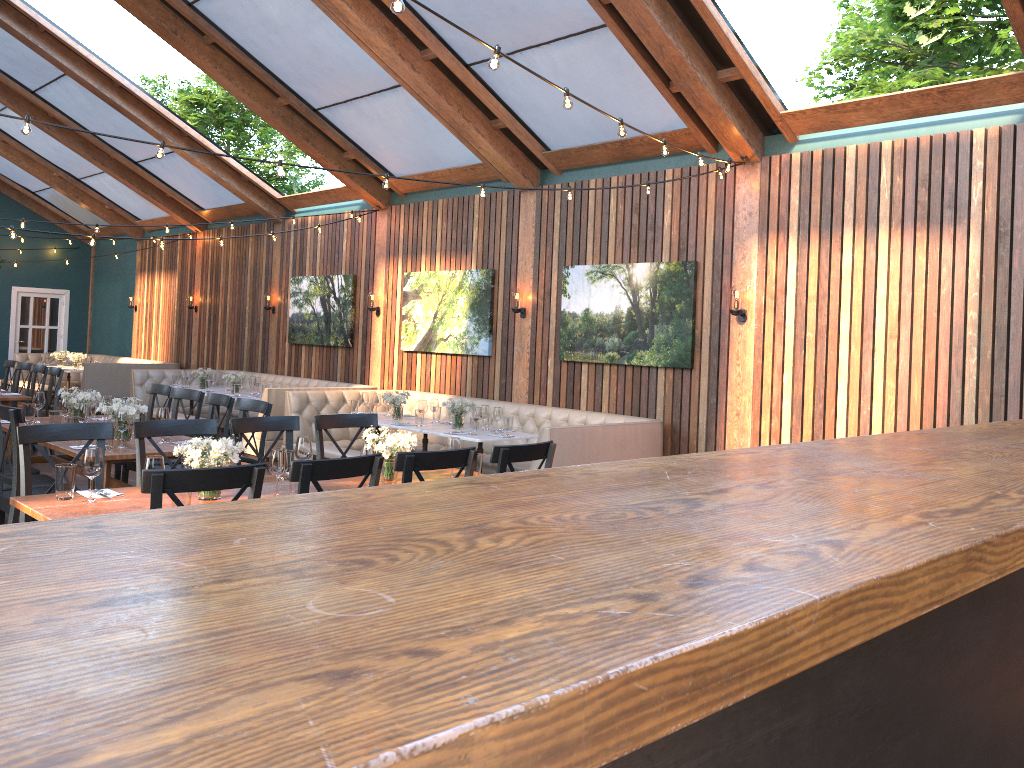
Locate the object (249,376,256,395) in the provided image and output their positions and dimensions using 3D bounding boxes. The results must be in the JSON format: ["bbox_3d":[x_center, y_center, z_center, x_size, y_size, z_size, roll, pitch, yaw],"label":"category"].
[{"bbox_3d":[-3.410,0.023,11.626,0.092,0.245,0.092,2,0,4],"label":"object"}]

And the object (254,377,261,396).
[{"bbox_3d":[-3.287,0.038,11.426,0.092,0.245,0.092,2,0,4],"label":"object"}]

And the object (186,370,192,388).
[{"bbox_3d":[-4.555,-0.069,12.472,0.092,0.245,0.092,2,0,4],"label":"object"}]

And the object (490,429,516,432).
[{"bbox_3d":[-0.103,0.440,8.402,0.255,0.019,0.158,0,4,-44],"label":"object"}]

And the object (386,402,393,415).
[{"bbox_3d":[-1.324,0.257,9.598,0.092,0.158,0.091,2,0,32],"label":"object"}]

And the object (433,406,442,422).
[{"bbox_3d":[-0.768,0.310,9.023,0.092,0.158,0.091,2,0,32],"label":"object"}]

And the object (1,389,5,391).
[{"bbox_3d":[-5.789,0.068,9.849,0.255,0.019,0.158,0,4,-44],"label":"object"}]

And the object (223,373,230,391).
[{"bbox_3d":[-3.932,-0.027,12.166,0.092,0.245,0.092,2,0,4],"label":"object"}]

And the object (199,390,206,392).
[{"bbox_3d":[-4.191,0.089,11.881,0.255,0.019,0.158,0,4,-44],"label":"object"}]

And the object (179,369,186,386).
[{"bbox_3d":[-4.714,-0.085,12.655,0.092,0.245,0.092,2,0,4],"label":"object"}]

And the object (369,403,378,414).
[{"bbox_3d":[-1.426,0.278,9.113,0.092,0.158,0.091,2,0,32],"label":"object"}]

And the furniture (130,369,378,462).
[{"bbox_3d":[-3.691,0.338,12.354,1.707,0.859,4.165,0,3,-44],"label":"furniture"}]

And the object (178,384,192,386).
[{"bbox_3d":[-4.746,0.018,12.816,0.157,0.019,0.255,0,4,-44],"label":"object"}]

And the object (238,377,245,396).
[{"bbox_3d":[-3.467,0.035,11.340,0.092,0.245,0.092,3,-1,-41],"label":"object"}]

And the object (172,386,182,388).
[{"bbox_3d":[-4.723,0.038,12.442,0.255,0.019,0.158,0,4,-44],"label":"object"}]

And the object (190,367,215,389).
[{"bbox_3d":[-4.331,-0.089,12.411,0.336,0.310,0.329,2,1,-32],"label":"object"}]

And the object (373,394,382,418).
[{"bbox_3d":[-1.406,0.230,9.222,0.092,0.245,0.092,2,0,4],"label":"object"}]

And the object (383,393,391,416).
[{"bbox_3d":[-1.340,0.219,9.491,0.092,0.245,0.092,2,0,4],"label":"object"}]

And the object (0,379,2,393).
[{"bbox_3d":[-5.538,0.026,9.516,0.092,0.158,0.092,2,0,-8],"label":"object"}]

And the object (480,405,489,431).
[{"bbox_3d":[-0.262,0.321,8.376,0.092,0.245,0.092,2,0,-2],"label":"object"}]

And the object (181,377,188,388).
[{"bbox_3d":[-4.574,-0.021,12.363,0.092,0.158,0.091,2,0,32],"label":"object"}]

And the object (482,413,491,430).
[{"bbox_3d":[-0.246,0.360,8.483,0.092,0.158,0.091,2,0,32],"label":"object"}]

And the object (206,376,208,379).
[{"bbox_3d":[-4.473,-0.042,12.848,0.092,0.158,0.091,2,0,32],"label":"object"}]

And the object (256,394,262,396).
[{"bbox_3d":[-3.252,0.141,11.652,0.255,0.019,0.158,0,4,-44],"label":"object"}]

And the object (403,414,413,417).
[{"bbox_3d":[-1.181,0.337,9.517,0.255,0.019,0.158,0,4,-44],"label":"object"}]

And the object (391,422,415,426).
[{"bbox_3d":[-1.043,0.388,8.631,0.255,0.019,0.158,0,4,-44],"label":"object"}]

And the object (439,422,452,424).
[{"bbox_3d":[-0.625,0.390,8.941,0.255,0.019,0.158,0,4,-44],"label":"object"}]

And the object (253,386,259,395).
[{"bbox_3d":[-3.394,0.061,11.733,0.092,0.158,0.091,2,0,32],"label":"object"}]

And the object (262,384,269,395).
[{"bbox_3d":[-3.181,0.086,11.407,0.092,0.158,0.092,2,0,-8],"label":"object"}]

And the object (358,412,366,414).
[{"bbox_3d":[-1.598,0.317,9.566,0.157,0.019,0.255,0,4,-44],"label":"object"}]

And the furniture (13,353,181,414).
[{"bbox_3d":[-7.889,-0.061,16.696,1.707,0.859,4.165,0,3,-44],"label":"furniture"}]

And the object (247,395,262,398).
[{"bbox_3d":[-3.264,0.160,11.260,0.157,0.019,0.255,0,4,-44],"label":"object"}]

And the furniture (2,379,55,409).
[{"bbox_3d":[-8.720,0.173,15.945,0.312,0.399,2.332,2,2,-44],"label":"furniture"}]

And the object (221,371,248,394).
[{"bbox_3d":[-3.663,-0.026,11.722,0.336,0.310,0.329,2,1,-28],"label":"object"}]

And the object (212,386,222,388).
[{"bbox_3d":[-4.330,0.038,12.767,0.255,0.019,0.158,0,4,-44],"label":"object"}]

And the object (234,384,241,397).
[{"bbox_3d":[-3.487,0.082,11.232,0.092,0.158,0.091,2,0,32],"label":"object"}]

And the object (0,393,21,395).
[{"bbox_3d":[-5.382,0.107,9.426,0.255,0.019,0.158,0,4,-44],"label":"object"}]

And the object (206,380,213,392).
[{"bbox_3d":[-4.043,0.030,11.802,0.092,0.158,0.091,2,0,32],"label":"object"}]

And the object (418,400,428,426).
[{"bbox_3d":[-0.875,0.281,8.661,0.092,0.245,0.092,2,0,-2],"label":"object"}]

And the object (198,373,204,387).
[{"bbox_3d":[-4.489,-0.080,12.741,0.092,0.245,0.092,2,0,4],"label":"object"}]

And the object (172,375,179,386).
[{"bbox_3d":[-4.823,-0.048,12.672,0.092,0.158,0.091,2,0,32],"label":"object"}]

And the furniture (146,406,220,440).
[{"bbox_3d":[-4.499,0.574,11.579,0.312,0.399,2.332,2,2,-44],"label":"furniture"}]

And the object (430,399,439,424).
[{"bbox_3d":[-0.784,0.272,8.916,0.092,0.245,0.092,2,0,-2],"label":"object"}]

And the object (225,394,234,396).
[{"bbox_3d":[-3.635,0.142,11.311,0.255,0.019,0.158,0,4,-44],"label":"object"}]

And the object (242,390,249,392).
[{"bbox_3d":[-3.773,0.091,12.191,0.255,0.019,0.158,0,4,-44],"label":"object"}]

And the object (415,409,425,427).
[{"bbox_3d":[-0.894,0.329,8.552,0.092,0.158,0.091,2,0,32],"label":"object"}]

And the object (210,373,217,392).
[{"bbox_3d":[-4.023,-0.018,11.911,0.092,0.245,0.092,2,0,4],"label":"object"}]

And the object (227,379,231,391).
[{"bbox_3d":[-3.916,0.011,12.273,0.092,0.158,0.091,2,0,32],"label":"object"}]

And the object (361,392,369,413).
[{"bbox_3d":[-1.565,0.214,9.405,0.092,0.245,0.092,2,0,4],"label":"object"}]

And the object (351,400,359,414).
[{"bbox_3d":[-1.675,0.251,9.422,0.092,0.158,0.091,2,0,32],"label":"object"}]
